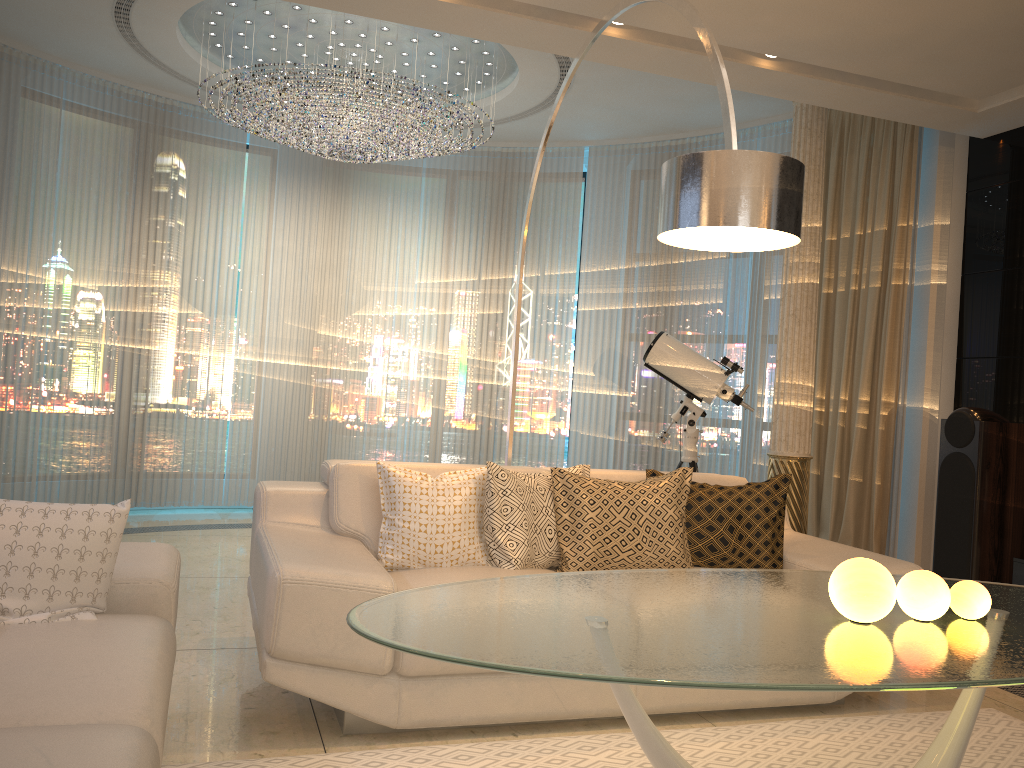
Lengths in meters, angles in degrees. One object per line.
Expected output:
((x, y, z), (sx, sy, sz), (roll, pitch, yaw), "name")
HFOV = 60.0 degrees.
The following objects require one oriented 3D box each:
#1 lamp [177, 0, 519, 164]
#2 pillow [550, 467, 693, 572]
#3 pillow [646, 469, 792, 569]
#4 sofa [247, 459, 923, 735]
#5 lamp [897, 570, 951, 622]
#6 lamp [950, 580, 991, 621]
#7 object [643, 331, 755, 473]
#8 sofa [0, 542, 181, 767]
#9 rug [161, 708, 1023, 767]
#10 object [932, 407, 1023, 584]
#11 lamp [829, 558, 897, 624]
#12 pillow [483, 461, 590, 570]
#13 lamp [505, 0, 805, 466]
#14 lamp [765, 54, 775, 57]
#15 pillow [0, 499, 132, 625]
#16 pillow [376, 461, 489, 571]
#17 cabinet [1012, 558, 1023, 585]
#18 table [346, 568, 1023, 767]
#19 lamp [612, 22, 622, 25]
((-1.022, -1.768, 5.627), (2.109, 0.685, 2.109), (3, -1, 26), "lamp")
((0.420, 0.525, 3.423), (0.575, 0.436, 0.301), (4, -1, -13), "pillow")
((0.808, 0.551, 3.528), (0.575, 0.436, 0.301), (4, -1, 12), "pillow")
((0.237, 0.722, 3.351), (2.328, 0.754, 1.145), (4, -1, -19), "sofa")
((0.952, 0.489, 2.052), (0.115, 0.115, 0.115), (4, -1, 7), "lamp")
((1.082, 0.510, 2.096), (0.090, 0.091, 0.090), (3, -1, 32), "lamp")
((1.043, 0.436, 5.072), (0.616, 1.471, 0.570), (4, -1, -12), "object")
((-1.199, 0.609, 1.494), (1.145, 0.754, 2.328), (4, -1, -19), "sofa")
((0.682, 1.108, 2.052), (2.900, 0.020, 1.661), (4, -1, -19), "rug")
((2.357, 0.684, 4.380), (0.468, 1.127, 0.285), (4, -1, -19), "object")
((0.789, 0.464, 1.997), (0.143, 0.143, 0.143), (4, -1, -34), "lamp")
((0.095, 0.509, 3.390), (0.587, 0.429, 0.288), (4, -1, -44), "pillow")
((0.331, -0.158, 3.256), (0.393, 2.519, 2.009), (4, -1, -19), "lamp")
((1.198, -1.560, 4.047), (0.107, 0.127, 0.107), (4, -1, -37), "lamp")
((-1.249, 0.421, 2.199), (0.521, 0.325, 0.281), (4, -1, -9), "pillow")
((-0.272, 0.485, 3.236), (0.463, 0.380, 0.222), (4, -1, -14), "pillow")
((2.937, 1.044, 2.785), (0.416, 0.444, 2.842), (4, -1, -19), "cabinet")
((0.674, 0.812, 2.056), (2.140, 0.565, 0.999), (4, -1, -20), "table")
((0.464, -1.610, 3.799), (0.107, 0.127, 0.107), (4, -1, 0), "lamp")
